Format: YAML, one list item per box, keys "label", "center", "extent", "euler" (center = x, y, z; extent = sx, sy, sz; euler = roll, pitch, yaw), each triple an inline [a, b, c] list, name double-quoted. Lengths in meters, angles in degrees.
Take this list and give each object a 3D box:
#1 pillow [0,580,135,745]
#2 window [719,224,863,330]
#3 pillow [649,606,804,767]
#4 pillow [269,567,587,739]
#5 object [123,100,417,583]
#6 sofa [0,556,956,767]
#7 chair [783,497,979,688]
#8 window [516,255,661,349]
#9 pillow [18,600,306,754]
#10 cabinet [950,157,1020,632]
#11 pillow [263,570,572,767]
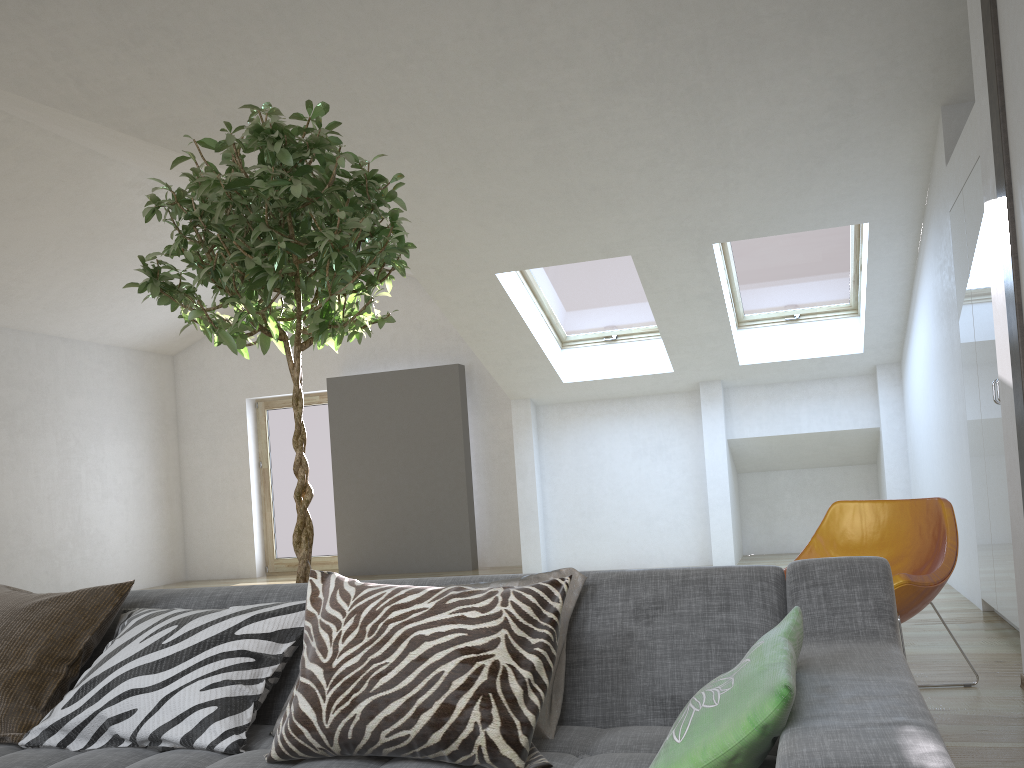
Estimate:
- label: "pillow"
  center: [-1.218, 0.658, 2.117]
  extent: [0.584, 0.337, 0.307]
  euler: [-7, -4, 26]
- label: "window"
  center: [2.253, -0.892, 7.121]
  extent: [1.495, 0.726, 1.881]
  euler: [-6, -6, 17]
- label: "pillow"
  center: [0.334, 0.505, 1.380]
  extent: [0.231, 0.260, 0.437]
  euler: [-5, -5, 19]
- label: "pillow"
  center: [-0.180, 0.560, 1.832]
  extent: [0.652, 0.317, 0.260]
  euler: [-6, -4, 16]
- label: "object"
  center: [-0.648, 0.205, 2.560]
  extent: [0.817, 2.013, 0.798]
  euler: [-4, -2, -5]
- label: "sofa"
  center: [-0.534, 0.774, 1.745]
  extent: [2.501, 0.681, 1.013]
  euler: [-6, -5, 16]
- label: "chair"
  center: [1.373, 0.822, 3.453]
  extent: [0.719, 0.720, 0.655]
  euler: [0, -5, -42]
- label: "window"
  center: [0.707, -0.734, 7.548]
  extent: [1.495, 0.726, 1.881]
  euler: [-6, -6, 17]
- label: "pillow"
  center: [-0.729, 0.635, 1.936]
  extent: [0.569, 0.282, 0.354]
  euler: [-6, -5, 16]
- label: "cabinet"
  center: [2.272, 0.072, 4.130]
  extent: [0.122, 2.235, 1.775]
  euler: [-4, -3, 18]
- label: "pillow"
  center: [-0.172, 0.514, 1.651]
  extent: [0.565, 0.339, 0.278]
  euler: [-6, -4, 20]
